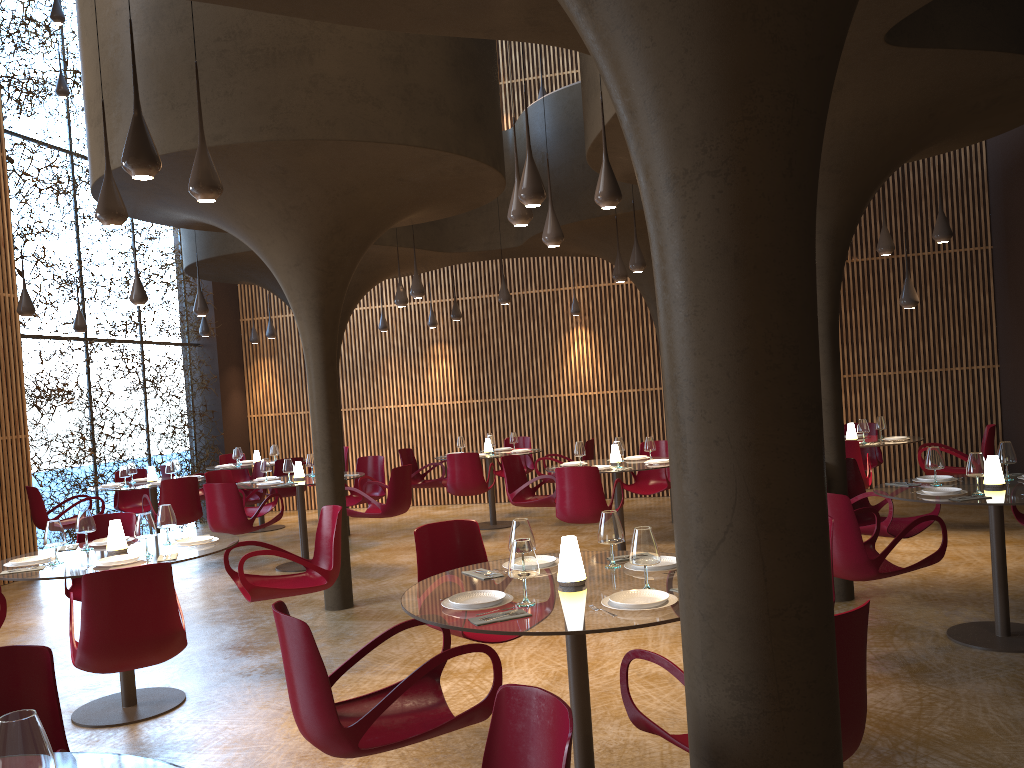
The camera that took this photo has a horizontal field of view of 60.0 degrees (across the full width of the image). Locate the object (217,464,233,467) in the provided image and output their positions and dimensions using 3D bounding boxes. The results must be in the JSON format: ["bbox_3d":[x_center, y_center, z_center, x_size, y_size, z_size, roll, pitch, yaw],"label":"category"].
[{"bbox_3d":[-4.811,1.374,14.860,0.263,0.029,0.263,-4,0,2],"label":"object"}]

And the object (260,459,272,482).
[{"bbox_3d":[-3.178,1.114,11.457,0.142,0.295,0.142,-5,1,-38],"label":"object"}]

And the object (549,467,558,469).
[{"bbox_3d":[0.576,0.991,10.448,0.262,0.017,0.126,-4,0,31],"label":"object"}]

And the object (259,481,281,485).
[{"bbox_3d":[-2.994,1.227,10.979,0.263,0.029,0.263,-4,0,23],"label":"object"}]

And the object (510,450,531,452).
[{"bbox_3d":[0.131,1.031,13.597,0.332,0.014,0.331,-4,0,38],"label":"object"}]

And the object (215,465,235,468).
[{"bbox_3d":[-4.810,1.384,14.860,0.332,0.014,0.332,-4,0,-5],"label":"object"}]

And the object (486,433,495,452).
[{"bbox_3d":[-0.345,0.930,14.097,0.142,0.295,0.142,-4,1,14],"label":"object"}]

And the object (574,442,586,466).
[{"bbox_3d":[0.803,0.830,10.471,0.142,0.295,0.142,-5,1,-38],"label":"object"}]

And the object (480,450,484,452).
[{"bbox_3d":[-0.425,1.081,14.322,0.126,0.017,0.261,-4,0,15],"label":"object"}]

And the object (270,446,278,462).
[{"bbox_3d":[-4.012,1.191,14.951,0.142,0.295,0.142,-4,1,-26],"label":"object"}]

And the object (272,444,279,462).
[{"bbox_3d":[-4.116,1.201,15.414,0.142,0.295,0.142,-3,1,32],"label":"object"}]

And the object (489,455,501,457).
[{"bbox_3d":[-0.239,1.062,13.102,0.126,0.017,0.261,-4,0,19],"label":"object"}]

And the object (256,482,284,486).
[{"bbox_3d":[-2.994,1.236,10.980,0.332,0.014,0.331,-4,0,7],"label":"object"}]

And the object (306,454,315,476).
[{"bbox_3d":[-2.671,1.081,11.812,0.142,0.295,0.142,-4,1,2],"label":"object"}]

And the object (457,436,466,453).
[{"bbox_3d":[-0.783,0.958,13.660,0.142,0.295,0.142,-4,1,-14],"label":"object"}]

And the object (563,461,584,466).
[{"bbox_3d":[0.745,0.963,10.697,0.263,0.029,0.263,-4,0,21],"label":"object"}]

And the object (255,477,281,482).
[{"bbox_3d":[-3.234,1.258,11.688,0.204,0.012,0.410,-4,0,27],"label":"object"}]

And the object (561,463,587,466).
[{"bbox_3d":[0.746,0.973,10.697,0.332,0.014,0.331,-4,0,41],"label":"object"}]

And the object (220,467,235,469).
[{"bbox_3d":[-4.672,1.380,14.591,0.261,0.017,0.126,-4,0,-31],"label":"object"}]

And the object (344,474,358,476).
[{"bbox_3d":[-2.103,1.184,11.476,0.262,0.017,0.126,-4,0,35],"label":"object"}]

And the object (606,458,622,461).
[{"bbox_3d":[1.270,0.945,11.062,0.126,0.017,0.261,-4,0,25],"label":"object"}]

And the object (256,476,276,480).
[{"bbox_3d":[-3.236,1.247,11.683,0.263,0.029,0.263,-4,0,15],"label":"object"}]

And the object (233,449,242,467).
[{"bbox_3d":[-4.592,1.231,14.809,0.142,0.295,0.142,-4,1,13],"label":"object"}]

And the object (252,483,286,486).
[{"bbox_3d":[-2.998,1.238,10.981,0.411,0.012,0.204,-4,0,25],"label":"object"}]

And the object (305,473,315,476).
[{"bbox_3d":[-2.711,1.229,12.048,0.126,0.017,0.261,-4,0,25],"label":"object"}]

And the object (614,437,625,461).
[{"bbox_3d":[1.310,0.797,10.825,0.142,0.295,0.142,-5,1,-43],"label":"object"}]

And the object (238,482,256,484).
[{"bbox_3d":[-3.405,1.275,11.434,0.262,0.017,0.126,-4,0,31],"label":"object"}]

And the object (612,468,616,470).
[{"bbox_3d":[0.984,0.954,9.995,0.411,0.012,0.204,-4,0,25],"label":"object"}]

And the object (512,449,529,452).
[{"bbox_3d":[0.130,1.022,13.597,0.263,0.029,0.263,-4,0,-7],"label":"object"}]

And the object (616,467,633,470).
[{"bbox_3d":[1.242,0.941,9.829,0.126,0.017,0.261,-4,0,29],"label":"object"}]

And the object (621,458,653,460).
[{"bbox_3d":[1.539,0.920,10.916,0.411,0.012,0.204,-4,0,21],"label":"object"}]

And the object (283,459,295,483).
[{"bbox_3d":[-2.782,1.084,11.049,0.142,0.295,0.142,-4,1,6],"label":"object"}]

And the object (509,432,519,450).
[{"bbox_3d":[0.031,0.902,13.809,0.142,0.295,0.142,-5,1,-33],"label":"object"}]

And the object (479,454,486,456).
[{"bbox_3d":[-0.518,1.065,13.220,0.263,0.029,0.263,-4,0,20],"label":"object"}]

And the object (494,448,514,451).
[{"bbox_3d":[-0.139,1.054,14.225,0.332,0.014,0.331,-4,0,12],"label":"object"}]

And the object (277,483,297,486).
[{"bbox_3d":[-2.740,1.225,10.816,0.126,0.017,0.261,-4,0,29],"label":"object"}]

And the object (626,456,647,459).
[{"bbox_3d":[1.534,0.909,10.917,0.263,0.029,0.263,-4,0,16],"label":"object"}]

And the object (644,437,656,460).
[{"bbox_3d":[1.631,0.773,10.476,0.142,0.295,0.142,-4,1,-11],"label":"object"}]

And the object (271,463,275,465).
[{"bbox_3d":[-4.071,1.331,14.731,0.332,0.014,0.331,-4,0,33],"label":"object"}]

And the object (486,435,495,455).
[{"bbox_3d":[-0.322,0.924,13.327,0.142,0.295,0.142,-4,1,7],"label":"object"}]

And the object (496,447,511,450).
[{"bbox_3d":[-0.140,1.044,14.224,0.263,0.029,0.263,-4,0,25],"label":"object"}]

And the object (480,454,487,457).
[{"bbox_3d":[-0.518,1.075,13.220,0.332,0.014,0.331,-4,0,3],"label":"object"}]

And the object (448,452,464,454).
[{"bbox_3d":[-0.878,1.094,13.871,0.263,0.029,0.263,-4,0,-40],"label":"object"}]

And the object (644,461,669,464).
[{"bbox_3d":[1.692,0.904,10.252,0.331,0.014,0.332,-4,0,-42],"label":"object"}]

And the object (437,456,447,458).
[{"bbox_3d":[-1.002,1.118,13.596,0.262,0.017,0.126,-4,0,21],"label":"object"}]

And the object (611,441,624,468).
[{"bbox_3d":[1.199,0.801,10.063,0.142,0.295,0.142,-4,1,6],"label":"object"}]

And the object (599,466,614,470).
[{"bbox_3d":[0.988,0.952,9.993,0.332,0.014,0.331,-4,0,4],"label":"object"}]

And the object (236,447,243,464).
[{"bbox_3d":[-4.732,1.244,15.361,0.142,0.295,0.142,-4,1,15],"label":"object"}]

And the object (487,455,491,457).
[{"bbox_3d":[-0.522,1.076,13.221,0.411,0.012,0.204,-4,0,15],"label":"object"}]

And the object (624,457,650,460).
[{"bbox_3d":[1.535,0.919,10.917,0.332,0.014,0.332,-4,0,-4],"label":"object"}]

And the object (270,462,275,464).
[{"bbox_3d":[-4.072,1.322,14.731,0.263,0.029,0.263,-4,0,7],"label":"object"}]

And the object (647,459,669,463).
[{"bbox_3d":[1.691,0.895,10.252,0.263,0.029,0.263,-4,0,22],"label":"object"}]

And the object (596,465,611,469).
[{"bbox_3d":[0.987,0.943,9.993,0.263,0.029,0.263,-4,0,33],"label":"object"}]

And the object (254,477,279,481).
[{"bbox_3d":[-3.236,1.257,11.683,0.332,0.014,0.331,-4,0,41],"label":"object"}]
